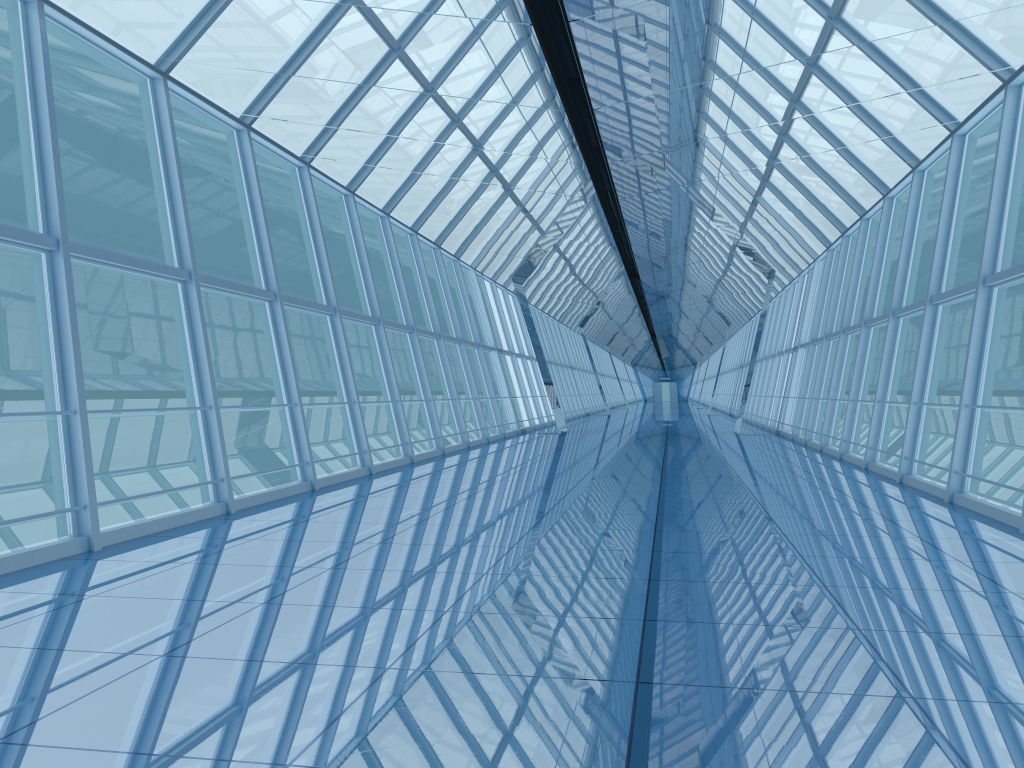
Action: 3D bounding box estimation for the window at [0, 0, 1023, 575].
[{"bbox_3d":[8.683,-0.798,50.176,9.908,4.926,105.888,-1,-1,11],"label":"window"}]
